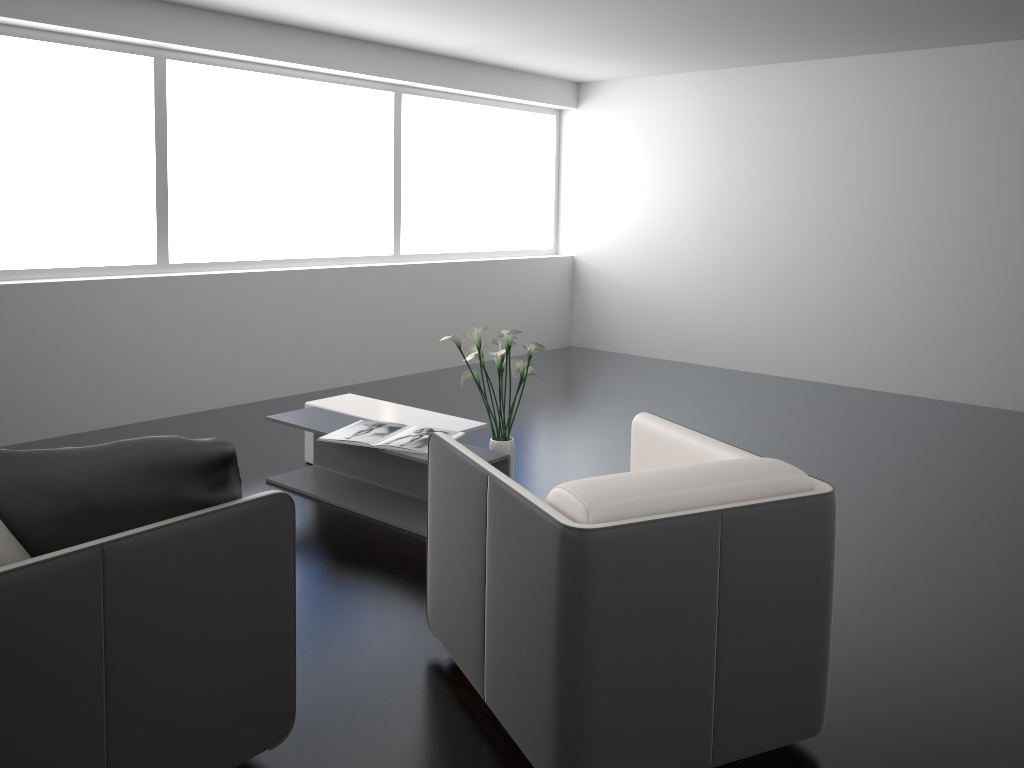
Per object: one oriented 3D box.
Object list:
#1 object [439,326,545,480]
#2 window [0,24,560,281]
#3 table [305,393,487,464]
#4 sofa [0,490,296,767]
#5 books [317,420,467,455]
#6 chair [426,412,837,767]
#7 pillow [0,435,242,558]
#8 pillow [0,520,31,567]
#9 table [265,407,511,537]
[{"bbox_3d":[-0.082,0.131,3.962,0.379,0.788,0.451,4,7,24],"label":"object"},{"bbox_3d":[-2.225,-1.391,5.522,0.111,1.413,8.117,5,11,40],"label":"window"},{"bbox_3d":[-0.588,0.294,4.313,0.976,0.310,0.301,10,12,38],"label":"table"},{"bbox_3d":[-1.667,0.435,2.428,2.255,0.652,0.927,10,12,38],"label":"sofa"},{"bbox_3d":[-0.519,0.225,3.838,0.550,0.016,0.363,5,12,21],"label":"books"},{"bbox_3d":[0.274,0.475,2.402,0.768,0.653,0.931,-3,10,-24],"label":"chair"},{"bbox_3d":[-0.883,0.313,2.001,0.565,0.444,0.281,0,7,-5],"label":"pillow"},{"bbox_3d":[-1.174,0.361,1.894,0.587,0.494,0.326,6,8,30],"label":"pillow"},{"bbox_3d":[-0.590,0.375,3.907,1.267,0.310,0.301,10,12,39],"label":"table"}]
